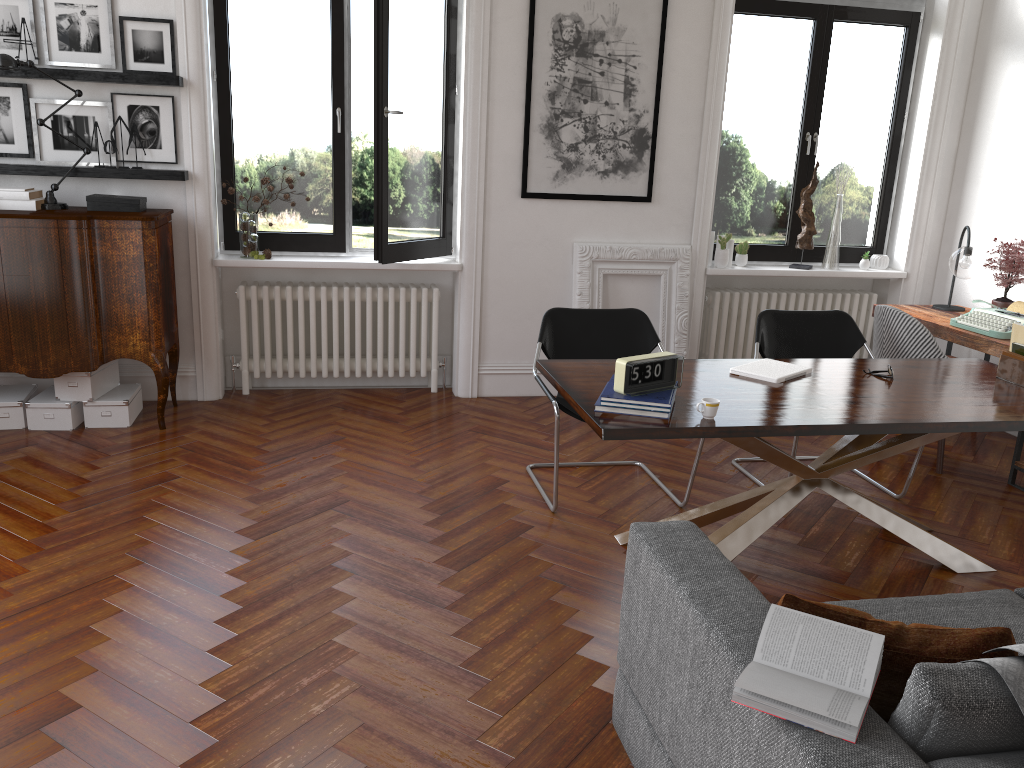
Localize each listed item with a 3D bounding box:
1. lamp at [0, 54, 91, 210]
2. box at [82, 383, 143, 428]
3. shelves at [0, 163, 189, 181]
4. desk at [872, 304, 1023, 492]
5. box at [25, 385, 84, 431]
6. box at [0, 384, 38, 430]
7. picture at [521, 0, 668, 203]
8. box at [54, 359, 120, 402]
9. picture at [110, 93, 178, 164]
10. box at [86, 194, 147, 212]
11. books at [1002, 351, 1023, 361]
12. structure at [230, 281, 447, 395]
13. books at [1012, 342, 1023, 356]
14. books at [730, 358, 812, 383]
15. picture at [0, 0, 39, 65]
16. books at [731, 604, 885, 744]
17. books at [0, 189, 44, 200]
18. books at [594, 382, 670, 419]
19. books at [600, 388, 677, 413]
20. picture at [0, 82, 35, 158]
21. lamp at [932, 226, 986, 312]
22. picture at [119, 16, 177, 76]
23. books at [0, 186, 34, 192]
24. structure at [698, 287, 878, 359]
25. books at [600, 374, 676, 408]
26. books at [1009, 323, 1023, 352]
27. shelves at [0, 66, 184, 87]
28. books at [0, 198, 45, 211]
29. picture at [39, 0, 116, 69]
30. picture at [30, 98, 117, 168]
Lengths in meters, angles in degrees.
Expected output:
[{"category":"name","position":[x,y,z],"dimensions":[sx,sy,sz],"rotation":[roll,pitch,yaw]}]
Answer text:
[{"category":"lamp","position":[-2.565,-1.368,4.872],"dimensions":[0.174,0.807,0.489],"rotation":[17,21,41]},{"category":"box","position":[-2.356,0.132,5.251],"dimensions":[0.245,0.178,0.392],"rotation":[-1,15,-12]},{"category":"shelves","position":[-2.661,-1.223,5.083],"dimensions":[1.514,0.055,0.155],"rotation":[-1,15,-12]},{"category":"desk","position":[2.892,0.062,5.251],"dimensions":[0.647,0.762,1.788],"rotation":[-1,15,-12]},{"category":"box","position":[-2.621,0.142,5.167],"dimensions":[0.245,0.178,0.392],"rotation":[1,15,-7]},{"category":"box","position":[-2.899,0.137,5.140],"dimensions":[0.209,0.178,0.392],"rotation":[-2,16,-16]},{"category":"picture","position":[0.521,-1.846,5.641],"dimensions":[0.882,1.331,0.035],"rotation":[-1,16,-11]},{"category":"box","position":[-2.477,-0.036,5.176],"dimensions":[0.209,0.178,0.392],"rotation":[2,15,-2]},{"category":"picture","position":[-2.147,-1.491,5.184],"dimensions":[0.343,0.386,0.020],"rotation":[-1,16,-11]},{"category":"box","position":[-2.248,-1.029,5.051],"dimensions":[0.282,0.087,0.207],"rotation":[-1,15,-12]},{"category":"books","position":[2.204,-0.060,3.845],"dimensions":[0.028,0.125,0.220],"rotation":[-1,15,-12]},{"category":"structure","position":[-1.158,-0.288,6.004],"dimensions":[1.453,0.783,0.224],"rotation":[-1,16,-12]},{"category":"books","position":[2.241,-0.093,3.888],"dimensions":[0.041,0.158,0.128],"rotation":[-1,16,-12]},{"category":"books","position":[1.130,-0.058,3.860],"dimensions":[0.230,0.026,0.325],"rotation":[16,20,41]},{"category":"picture","position":[-2.857,-1.972,4.893],"dimensions":[0.415,0.369,0.020],"rotation":[-1,16,-12]},{"category":"books","position":[0.584,0.545,1.727],"dimensions":[0.224,0.096,0.277],"rotation":[11,17,29]},{"category":"books","position":[-2.741,-1.041,4.865],"dimensions":[0.239,0.044,0.253],"rotation":[-1,15,-12]},{"category":"books","position":[0.463,0.058,3.295],"dimensions":[0.264,0.027,0.345],"rotation":[6,15,13]},{"category":"books","position":[0.474,0.040,3.279],"dimensions":[0.250,0.017,0.342],"rotation":[6,15,13]},{"category":"picture","position":[-2.929,-1.496,5.019],"dimensions":[0.373,0.408,0.020],"rotation":[-1,16,-11]},{"category":"lamp","position":[2.870,-0.733,5.676],"dimensions":[0.207,0.553,0.439],"rotation":[6,16,11]},{"category":"picture","position":[-2.080,-1.928,5.067],"dimensions":[0.289,0.305,0.020],"rotation":[-1,16,-11]},{"category":"books","position":[-2.739,-1.063,4.836],"dimensions":[0.200,0.014,0.178],"rotation":[-1,15,-12]},{"category":"structure","position":[2.048,-0.316,6.659],"dimensions":[1.453,0.783,0.224],"rotation":[-1,16,-12]},{"category":"books","position":[0.475,0.023,3.274],"dimensions":[0.250,0.017,0.342],"rotation":[6,15,13]},{"category":"books","position":[2.288,-0.121,3.869],"dimensions":[0.043,0.240,0.308],"rotation":[-1,16,-12]},{"category":"shelves","position":[-2.638,-1.729,4.937],"dimensions":[1.514,0.055,0.157],"rotation":[-1,15,-12]},{"category":"books","position":[-2.743,-0.991,4.873],"dimensions":[0.294,0.057,0.228],"rotation":[-1,15,-12]},{"category":"picture","position":[-2.435,-1.996,4.973],"dimensions":[0.369,0.411,0.020],"rotation":[-1,16,-11]},{"category":"picture","position":[-2.526,-1.445,5.117],"dimensions":[0.434,0.367,0.020],"rotation":[-1,16,-12]}]
